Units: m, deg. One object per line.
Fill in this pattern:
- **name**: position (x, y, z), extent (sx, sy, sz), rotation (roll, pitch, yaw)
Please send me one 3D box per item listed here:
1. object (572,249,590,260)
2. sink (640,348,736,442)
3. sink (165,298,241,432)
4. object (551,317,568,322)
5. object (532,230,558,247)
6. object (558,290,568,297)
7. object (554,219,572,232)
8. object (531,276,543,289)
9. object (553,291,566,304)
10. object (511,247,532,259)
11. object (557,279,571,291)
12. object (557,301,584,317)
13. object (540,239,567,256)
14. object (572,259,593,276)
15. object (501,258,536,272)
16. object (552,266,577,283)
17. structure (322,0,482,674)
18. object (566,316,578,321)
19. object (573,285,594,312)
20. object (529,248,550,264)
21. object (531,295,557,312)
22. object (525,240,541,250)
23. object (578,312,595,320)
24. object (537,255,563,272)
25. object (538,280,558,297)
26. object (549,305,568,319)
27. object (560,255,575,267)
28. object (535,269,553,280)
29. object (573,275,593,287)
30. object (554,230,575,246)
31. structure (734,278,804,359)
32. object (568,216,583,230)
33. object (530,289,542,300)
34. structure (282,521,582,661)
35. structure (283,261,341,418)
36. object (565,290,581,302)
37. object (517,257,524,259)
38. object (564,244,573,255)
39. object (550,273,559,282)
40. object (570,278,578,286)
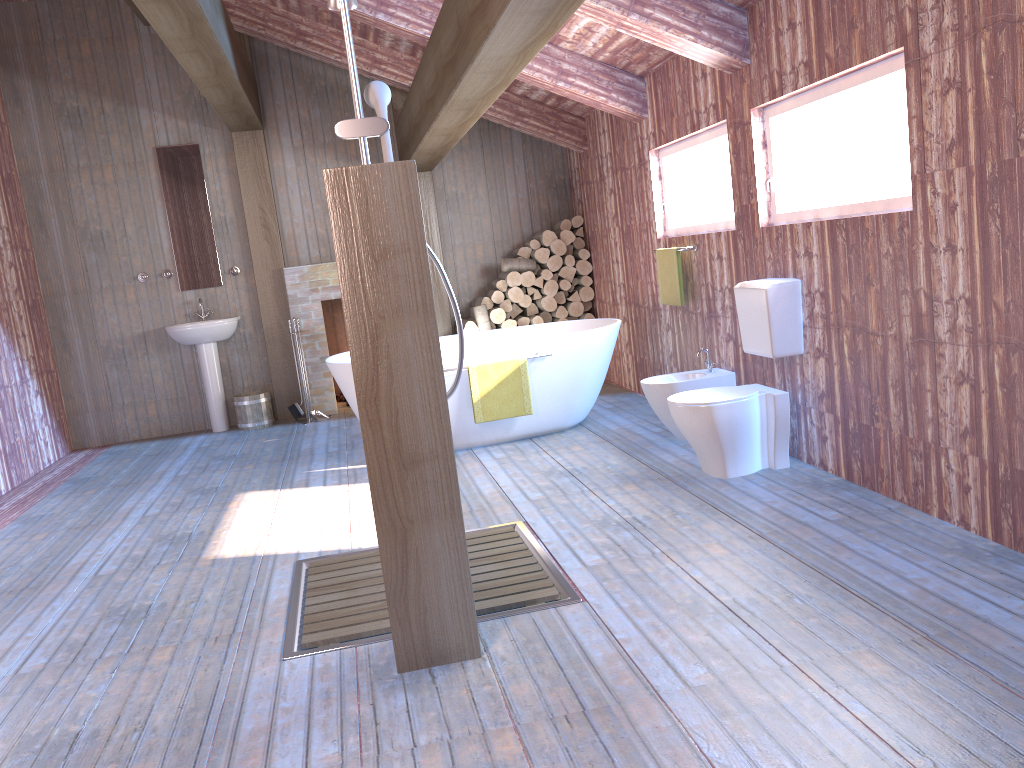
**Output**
- **object**: position (0.588, -1.155, 7.895), extent (0.102, 0.109, 0.438), rotation (-8, 8, -9)
- **sink**: position (1.010, 0.068, 5.147), extent (0.515, 0.517, 0.335), rotation (-8, 8, -9)
- **sink**: position (-2.542, -0.150, 7.447), extent (0.582, 1.143, 0.475), rotation (-9, 8, -10)
- **object**: position (0.417, -0.539, 7.908), extent (0.116, 0.117, 0.289), rotation (-9, 8, -12)
- **object**: position (0.287, -1.284, 7.840), extent (0.135, 0.139, 0.456), rotation (-8, 8, -9)
- **object**: position (0.448, -0.807, 7.897), extent (0.065, 0.069, 0.177), rotation (-9, 8, -11)
- **object**: position (0.448, -1.393, 7.875), extent (0.104, 0.121, 0.270), rotation (-8, 8, -9)
- **object**: position (0.184, -0.889, 7.845), extent (0.109, 0.124, 0.424), rotation (-9, 8, -10)
- **object**: position (0.384, -0.771, 7.888), extent (0.111, 0.118, 0.302), rotation (-9, 8, -11)
- **object**: position (0.086, -1.155, 7.896), extent (0.140, 0.121, 0.319), rotation (-8, 8, -8)
- **object**: position (0.423, -0.888, 7.894), extent (0.102, 0.109, 0.438), rotation (-8, 8, -9)
- **object**: position (0.516, -0.677, 7.948), extent (0.137, 0.133, 0.437), rotation (-9, 8, -12)
- **object**: position (0.352, -1.200, 7.844), extent (0.141, 0.143, 0.437), rotation (-9, 8, -12)
- **object**: position (0.588, -1.042, 7.913), extent (0.147, 0.152, 0.439), rotation (-8, 8, -9)
- **object**: position (0.057, -1.032, 7.702), extent (0.302, 0.157, 0.121), rotation (-8, 8, -9)
- **object**: position (0.442, -0.977, 7.918), extent (0.172, 0.151, 0.482), rotation (-8, 8, -9)
- **structure**: position (-0.353, -0.258, 2.720), extent (0.328, 2.209, 0.522), rotation (-5, 8, 11)
- **object**: position (0.502, -0.572, 8.053), extent (0.118, 0.106, 0.319), rotation (-9, 8, -12)
- **object**: position (0.619, -0.763, 7.959), extent (0.137, 0.256, 0.439), rotation (-8, 8, -9)
- **object**: position (0.220, -1.136, 7.844), extent (0.139, 0.148, 0.458), rotation (-8, 8, -9)
- **object**: position (0.273, -0.720, 7.887), extent (0.141, 0.143, 0.437), rotation (-9, 8, -12)
- **object**: position (0.181, -1.224, 7.797), extent (0.094, 0.097, 0.227), rotation (-8, 8, -9)
- **object**: position (0.629, -0.580, 7.995), extent (0.139, 0.137, 0.455), rotation (-9, 8, -12)
- **object**: position (0.330, -1.060, 7.857), extent (0.143, 0.151, 0.440), rotation (-8, 8, -9)
- **object**: position (0.300, -0.849, 7.877), extent (0.136, 0.157, 0.439), rotation (-8, 8, -9)
- **object**: position (0.401, -0.645, 7.896), extent (0.114, 0.113, 0.301), rotation (-9, 8, -12)
- **object**: position (0.464, -1.093, 7.877), extent (0.089, 0.106, 0.437), rotation (-8, 8, -9)
- **object**: position (0.263, -0.972, 7.850), extent (0.102, 0.109, 0.438), rotation (-8, 8, -9)
- **object**: position (0.612, -0.927, 7.928), extent (0.102, 0.109, 0.438), rotation (-8, 8, -9)
- **object**: position (0.444, -1.293, 7.871), extent (0.133, 0.142, 0.456), rotation (-8, 8, -9)
- **structure**: position (1.253, -0.326, 4.334), extent (0.182, 0.363, 0.358), rotation (-8, 8, -9)
- **object**: position (0.549, -1.432, 7.891), extent (0.112, 0.113, 0.271), rotation (-8, 8, -10)
- **object**: position (0.199, -0.802, 7.866), extent (0.085, 0.096, 0.280), rotation (-8, 8, -9)
- **structure**: position (-0.341, 0.774, 3.407), extent (1.000, 0.067, 1.000), rotation (-9, 8, -10)
- **structure**: position (-1.331, -0.428, 7.791), extent (1.130, 1.330, 0.226), rotation (-9, 8, -10)
- **object**: position (0.504, -0.791, 7.924), extent (0.115, 0.112, 0.423), rotation (-8, 8, -9)
- **object**: position (0.044, -1.064, 7.898), extent (0.113, 0.130, 0.291), rotation (-8, 8, -9)
- **object**: position (0.456, -1.191, 7.969), extent (0.132, 0.119, 0.319), rotation (-8, 8, -8)
- **object**: position (0.345, -0.933, 7.853), extent (0.095, 0.090, 0.278), rotation (-8, 8, -8)
- **object**: position (0.543, -0.923, 7.961), extent (0.088, 0.092, 0.280), rotation (-8, 8, -9)
